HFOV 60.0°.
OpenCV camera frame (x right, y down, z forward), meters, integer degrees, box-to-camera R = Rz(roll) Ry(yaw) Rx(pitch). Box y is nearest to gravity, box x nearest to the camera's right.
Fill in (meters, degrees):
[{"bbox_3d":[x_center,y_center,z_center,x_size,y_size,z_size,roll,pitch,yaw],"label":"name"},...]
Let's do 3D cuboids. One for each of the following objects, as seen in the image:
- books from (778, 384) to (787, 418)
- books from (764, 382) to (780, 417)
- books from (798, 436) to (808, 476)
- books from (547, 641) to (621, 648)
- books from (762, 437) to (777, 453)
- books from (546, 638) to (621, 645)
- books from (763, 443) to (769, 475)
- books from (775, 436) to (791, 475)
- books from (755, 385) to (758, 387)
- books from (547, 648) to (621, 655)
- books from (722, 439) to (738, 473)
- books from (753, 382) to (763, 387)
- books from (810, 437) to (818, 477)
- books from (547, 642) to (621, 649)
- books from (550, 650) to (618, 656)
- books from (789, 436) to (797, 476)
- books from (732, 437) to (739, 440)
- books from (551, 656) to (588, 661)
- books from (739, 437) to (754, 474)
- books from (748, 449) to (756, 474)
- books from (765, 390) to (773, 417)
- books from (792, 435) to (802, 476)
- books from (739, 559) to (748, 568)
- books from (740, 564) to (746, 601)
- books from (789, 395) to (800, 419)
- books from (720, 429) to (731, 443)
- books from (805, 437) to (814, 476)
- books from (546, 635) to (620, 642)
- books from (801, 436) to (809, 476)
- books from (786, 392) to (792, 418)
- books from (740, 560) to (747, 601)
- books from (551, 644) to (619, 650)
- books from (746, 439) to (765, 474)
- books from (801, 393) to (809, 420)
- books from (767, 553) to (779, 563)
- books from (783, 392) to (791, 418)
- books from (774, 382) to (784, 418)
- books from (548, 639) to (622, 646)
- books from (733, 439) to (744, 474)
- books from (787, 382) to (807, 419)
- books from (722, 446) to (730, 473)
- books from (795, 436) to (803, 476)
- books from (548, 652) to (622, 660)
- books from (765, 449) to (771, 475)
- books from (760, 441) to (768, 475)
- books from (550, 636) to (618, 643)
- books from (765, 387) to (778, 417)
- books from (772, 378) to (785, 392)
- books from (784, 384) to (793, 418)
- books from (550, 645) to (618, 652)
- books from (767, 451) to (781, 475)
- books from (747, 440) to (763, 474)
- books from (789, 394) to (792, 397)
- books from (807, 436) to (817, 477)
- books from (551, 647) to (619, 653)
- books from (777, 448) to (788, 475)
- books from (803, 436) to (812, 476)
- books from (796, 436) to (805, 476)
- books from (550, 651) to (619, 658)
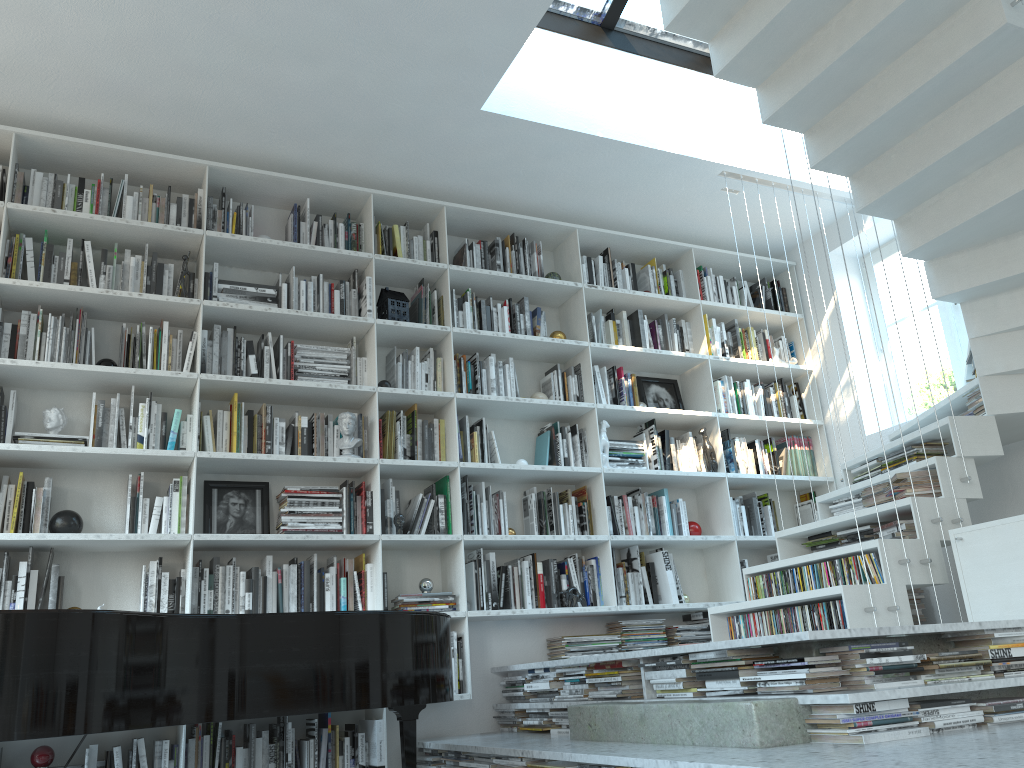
[{"bbox_3d":[1.703,0.156,5.765,0.028,0.267,0.174,4,-20,-25],"label":"books"},{"bbox_3d":[1.670,0.148,5.758,0.012,0.282,0.152,4,-20,-25],"label":"books"},{"bbox_3d":[1.816,0.498,5.695,0.018,0.292,0.170,4,-20,-25],"label":"books"},{"bbox_3d":[0.378,1.374,4.683,0.346,0.007,0.194,4,-20,-23],"label":"books"},{"bbox_3d":[1.617,0.494,5.614,0.026,0.277,0.170,4,-20,-25],"label":"books"},{"bbox_3d":[0.377,1.360,4.688,0.346,0.007,0.194,4,-20,-23],"label":"books"},{"bbox_3d":[1.556,0.506,5.592,0.025,0.248,0.134,4,-20,-25],"label":"books"},{"bbox_3d":[1.709,0.493,5.649,0.072,0.290,0.170,4,-20,-25],"label":"books"},{"bbox_3d":[1.580,0.153,5.740,0.010,0.272,0.130,4,-20,-25],"label":"books"},{"bbox_3d":[0.378,1.410,4.670,0.346,0.007,0.194,6,-21,-27],"label":"books"},{"bbox_3d":[1.315,0.480,5.452,0.022,0.242,0.171,4,-20,-25],"label":"books"},{"bbox_3d":[1.597,0.144,5.746,0.024,0.290,0.133,4,-20,-25],"label":"books"},{"bbox_3d":[1.896,0.506,5.737,0.018,0.292,0.170,4,-20,-25],"label":"books"},{"bbox_3d":[0.380,1.380,4.678,0.346,0.007,0.194,6,-21,-28],"label":"books"},{"bbox_3d":[0.377,1.416,4.667,0.308,0.008,0.195,4,-20,-23],"label":"books"},{"bbox_3d":[1.743,0.494,5.666,0.033,0.293,0.170,4,-20,-25],"label":"books"},{"bbox_3d":[1.364,0.478,5.490,0.022,0.264,0.157,4,-20,-25],"label":"books"},{"bbox_3d":[0.381,1.436,4.656,0.308,0.008,0.195,6,-21,-29],"label":"books"},{"bbox_3d":[1.405,0.478,5.495,0.056,0.260,0.177,4,-20,-25],"label":"books"},{"bbox_3d":[1.443,0.516,5.501,0.023,0.188,0.170,4,-20,-25],"label":"books"},{"bbox_3d":[1.622,0.172,5.749,0.028,0.236,0.146,4,-20,-25],"label":"books"},{"bbox_3d":[1.771,0.491,5.664,0.018,0.292,0.170,4,-20,-25],"label":"books"},{"bbox_3d":[1.317,1.145,5.123,0.030,0.237,0.152,4,-20,-25],"label":"books"},{"bbox_3d":[1.266,1.153,5.098,0.031,0.214,0.165,4,-20,-25],"label":"books"},{"bbox_3d":[1.800,0.197,5.796,0.029,0.194,0.192,4,-20,-25],"label":"books"},{"bbox_3d":[1.320,0.450,5.487,0.012,0.321,0.142,4,-20,-25],"label":"books"},{"bbox_3d":[1.864,0.504,5.722,0.018,0.292,0.170,4,-20,-25],"label":"books"},{"bbox_3d":[0.376,1.346,4.692,0.346,0.007,0.194,6,-21,-27],"label":"books"},{"bbox_3d":[1.831,0.501,5.707,0.018,0.292,0.170,4,-20,-25],"label":"books"},{"bbox_3d":[1.748,0.185,5.786,0.025,0.219,0.178,4,-20,-25],"label":"books"},{"bbox_3d":[1.298,1.145,5.111,0.014,0.232,0.183,4,-20,-25],"label":"books"},{"bbox_3d":[0.382,1.386,4.672,0.308,0.008,0.195,3,-20,-20],"label":"books"},{"bbox_3d":[1.504,0.493,5.557,0.029,0.258,0.172,4,-20,-25],"label":"books"},{"bbox_3d":[1.875,0.194,5.842,0.021,0.218,0.184,4,-20,-25],"label":"books"},{"bbox_3d":[1.597,1.153,5.281,0.012,0.284,0.160,4,-20,-25],"label":"books"},{"bbox_3d":[1.730,0.184,5.766,0.025,0.211,0.189,4,-20,-25],"label":"books"},{"bbox_3d":[1.683,0.151,5.760,0.013,0.276,0.188,4,-20,-25],"label":"books"},{"bbox_3d":[0.381,1.364,4.678,0.346,0.007,0.194,7,-22,-30],"label":"books"},{"bbox_3d":[1.348,0.481,5.467,0.026,0.245,0.181,4,-20,-25],"label":"books"},{"bbox_3d":[1.844,0.157,5.838,0.042,0.291,0.187,4,-20,-25],"label":"books"},{"bbox_3d":[1.264,0.489,5.456,0.066,0.236,0.144,4,-20,-25],"label":"books"},{"bbox_3d":[1.781,0.497,5.684,0.018,0.292,0.170,4,-20,-25],"label":"books"},{"bbox_3d":[0.382,1.428,4.655,0.346,0.007,0.194,3,-20,-20],"label":"books"},{"bbox_3d":[1.574,0.528,5.596,0.014,0.206,0.138,4,-20,-25],"label":"books"},{"bbox_3d":[1.540,0.501,5.582,0.012,0.253,0.161,4,-20,-25],"label":"books"},{"bbox_3d":[0.377,1.353,4.690,0.308,0.008,0.195,4,-20,-23],"label":"books"},{"bbox_3d":[1.650,0.164,5.753,0.025,0.251,0.160,4,-20,-25],"label":"books"},{"bbox_3d":[1.755,0.139,5.824,0.013,0.329,0.140,4,-20,-25],"label":"books"},{"bbox_3d":[1.771,0.159,5.815,0.013,0.282,0.149,4,-20,-25],"label":"books"},{"bbox_3d":[0.375,1.397,4.679,0.308,0.008,0.195,5,-21,-25],"label":"books"},{"bbox_3d":[1.609,0.529,5.566,0.024,0.180,0.191,4,-20,-25],"label":"books"},{"bbox_3d":[1.486,0.494,5.536,0.022,0.246,0.181,4,-20,-25],"label":"books"},{"bbox_3d":[1.808,0.194,5.842,0.024,0.229,0.131,4,-20,-25],"label":"books"},{"bbox_3d":[1.884,0.502,5.721,0.018,0.292,0.170,4,-20,-25],"label":"books"},{"bbox_3d":[0.381,1.400,4.666,0.308,0.008,0.195,7,-22,-30],"label":"books"},{"bbox_3d":[1.676,0.527,5.619,0.088,0.216,0.167,4,-20,-25],"label":"books"},{"bbox_3d":[1.849,0.501,5.710,0.018,0.292,0.170,4,-20,-25],"label":"books"},{"bbox_3d":[1.798,0.498,5.691,0.018,0.292,0.170,4,-20,-25],"label":"books"},{"bbox_3d":[0.380,1.422,4.660,0.308,0.008,0.195,3,-20,-21],"label":"books"}]
